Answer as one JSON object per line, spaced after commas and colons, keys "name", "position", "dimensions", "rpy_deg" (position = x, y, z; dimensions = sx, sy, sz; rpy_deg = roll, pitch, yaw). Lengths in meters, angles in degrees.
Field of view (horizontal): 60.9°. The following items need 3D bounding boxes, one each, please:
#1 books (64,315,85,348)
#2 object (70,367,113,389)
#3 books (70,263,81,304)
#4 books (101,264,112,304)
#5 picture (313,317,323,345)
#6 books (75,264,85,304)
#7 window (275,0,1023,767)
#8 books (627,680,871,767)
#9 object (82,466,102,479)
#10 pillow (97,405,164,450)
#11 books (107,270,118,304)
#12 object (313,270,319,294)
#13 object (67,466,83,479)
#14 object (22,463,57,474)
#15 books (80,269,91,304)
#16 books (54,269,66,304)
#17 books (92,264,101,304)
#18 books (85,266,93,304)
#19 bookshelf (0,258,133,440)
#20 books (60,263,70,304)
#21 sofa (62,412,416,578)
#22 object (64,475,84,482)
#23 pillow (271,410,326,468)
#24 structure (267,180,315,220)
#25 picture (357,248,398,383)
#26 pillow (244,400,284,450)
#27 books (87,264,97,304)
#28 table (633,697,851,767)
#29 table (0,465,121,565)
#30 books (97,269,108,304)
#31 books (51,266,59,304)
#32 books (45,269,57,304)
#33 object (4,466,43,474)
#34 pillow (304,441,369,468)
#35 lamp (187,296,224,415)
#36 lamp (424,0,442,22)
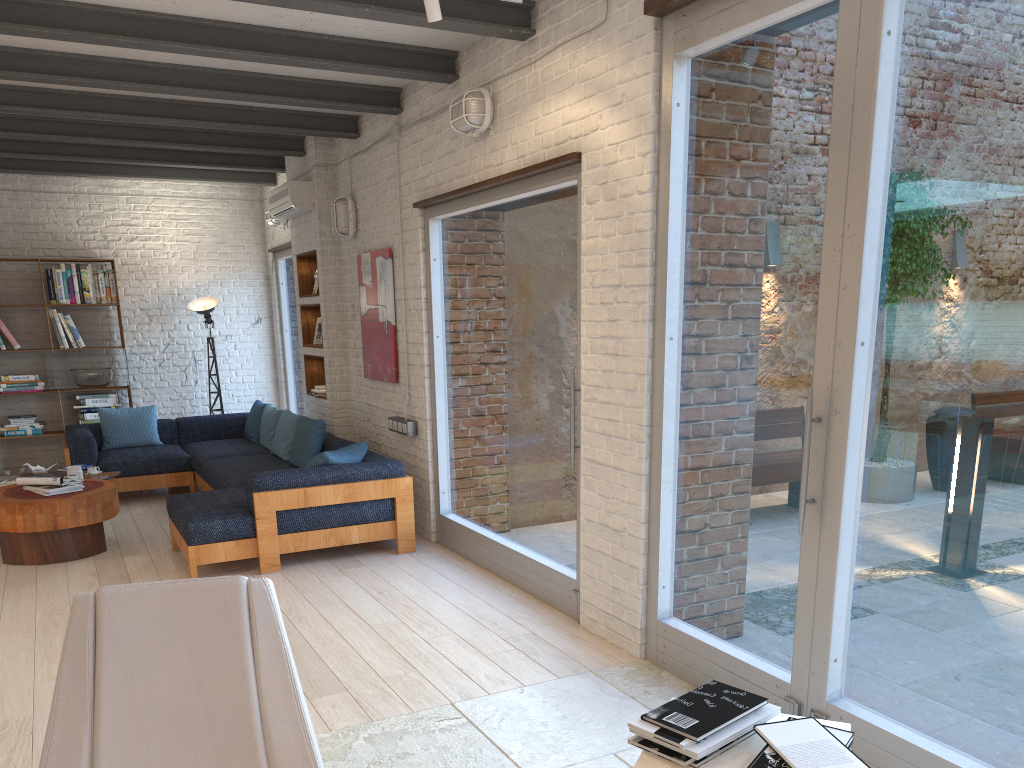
{"name": "books", "position": [-4.390, -0.528, 8.744], "dimensions": [0.156, 0.341, 0.248], "rpy_deg": [-8, 13, -27]}
{"name": "object", "position": [-4.300, -0.058, 8.927], "dimensions": [0.403, 0.208, 0.388], "rpy_deg": [1, 7, 14]}
{"name": "books", "position": [-4.334, -0.990, 8.654], "dimensions": [0.036, 0.397, 0.237], "rpy_deg": [-8, 14, -27]}
{"name": "books", "position": [-4.088, -1.005, 8.788], "dimensions": [0.036, 0.397, 0.237], "rpy_deg": [-8, 14, -27]}
{"name": "picture", "position": [-1.721, -0.477, 7.882], "dimensions": [0.101, 0.253, 0.189], "rpy_deg": [-11, 14, -36]}
{"name": "books", "position": [-4.306, -0.993, 8.679], "dimensions": [0.036, 0.397, 0.237], "rpy_deg": [-8, 14, -27]}
{"name": "window", "position": [0.497, -1.955, 4.029], "dimensions": [0.641, 6.619, 12.046], "rpy_deg": [-8, 10, -28]}
{"name": "books", "position": [0.632, 0.908, 2.199], "dimensions": [0.383, 0.082, 0.560], "rpy_deg": [-6, 7, -43]}
{"name": "object", "position": [-3.330, 0.697, 6.931], "dimensions": [0.153, 0.059, 0.265], "rpy_deg": [-5, 7, -35]}
{"name": "pillow", "position": [-3.673, 0.414, 8.386], "dimensions": [0.551, 0.423, 0.217], "rpy_deg": [-5, 13, -27]}
{"name": "books", "position": [-4.052, -0.981, 8.831], "dimensions": [0.055, 0.341, 0.248], "rpy_deg": [-8, 13, -27]}
{"name": "object", "position": [-1.696, -0.911, 7.680], "dimensions": [0.112, 0.251, 0.209], "rpy_deg": [-6, 11, -19]}
{"name": "object", "position": [-3.362, 0.689, 6.706], "dimensions": [0.108, 0.112, 0.104], "rpy_deg": [-3, 10, -11]}
{"name": "object", "position": [-3.829, 0.675, 7.072], "dimensions": [0.186, 0.094, 0.188], "rpy_deg": [-1, 7, -2]}
{"name": "books", "position": [-4.257, -0.966, 8.694], "dimensions": [0.055, 0.341, 0.248], "rpy_deg": [-8, 13, -27]}
{"name": "books", "position": [-4.459, -0.955, 8.600], "dimensions": [0.055, 0.341, 0.248], "rpy_deg": [-8, 13, -27]}
{"name": "books", "position": [-4.172, -1.000, 8.746], "dimensions": [0.036, 0.397, 0.237], "rpy_deg": [-8, 14, -27]}
{"name": "books", "position": [-4.230, -0.983, 8.720], "dimensions": [0.020, 0.372, 0.264], "rpy_deg": [-9, 13, -28]}
{"name": "bookshelf", "position": [-4.572, -0.102, 8.740], "dimensions": [1.306, 2.280, 0.354], "rpy_deg": [-7, 15, -26]}
{"name": "books", "position": [-4.420, -0.986, 8.617], "dimensions": [0.036, 0.397, 0.237], "rpy_deg": [-8, 14, -27]}
{"name": "sofa", "position": [-2.509, 0.770, 7.232], "dimensions": [2.063, 0.683, 3.859], "rpy_deg": [-4, 6, -28]}
{"name": "object", "position": [-3.244, 0.700, 6.434], "dimensions": [0.144, 0.058, 0.172], "rpy_deg": [-6, 7, -38]}
{"name": "pillow", "position": [-1.793, 0.455, 7.293], "dimensions": [0.252, 0.430, 1.184], "rpy_deg": [-7, 8, -28]}
{"name": "structure", "position": [-1.902, -1.568, 7.471], "dimensions": [0.198, 0.227, 0.796], "rpy_deg": [-6, 7, -28]}
{"name": "picture", "position": [-1.032, -0.510, 6.662], "dimensions": [0.019, 0.993, 0.724], "rpy_deg": [-9, 13, -28]}
{"name": "pillow", "position": [-2.404, 0.395, 8.467], "dimensions": [0.241, 0.412, 1.081], "rpy_deg": [-8, 8, -29]}
{"name": "books", "position": [-4.211, -0.999, 8.741], "dimensions": [0.036, 0.397, 0.237], "rpy_deg": [-8, 14, -27]}
{"name": "table", "position": [0.609, 1.199, 2.324], "dimensions": [0.493, 0.522, 0.480], "rpy_deg": [3, 11, 22]}
{"name": "table", "position": [-3.539, 0.950, 6.610], "dimensions": [1.071, 0.461, 1.784], "rpy_deg": [-3, 6, -22]}
{"name": "books", "position": [-4.128, -0.975, 8.769], "dimensions": [0.055, 0.341, 0.248], "rpy_deg": [-8, 13, -27]}
{"name": "books", "position": [-4.502, -0.969, 8.595], "dimensions": [0.020, 0.372, 0.264], "rpy_deg": [-9, 13, -28]}
{"name": "books", "position": [-4.537, -0.953, 8.582], "dimensions": [0.055, 0.341, 0.248], "rpy_deg": [-8, 13, -27]}
{"name": "object", "position": [-4.019, 0.703, 7.176], "dimensions": [0.067, 0.028, 0.296], "rpy_deg": [4, 7, 41]}
{"name": "pillow", "position": [-1.265, 0.595, 6.105], "dimensions": [0.375, 0.339, 0.548], "rpy_deg": [3, 8, 23]}
{"name": "lamp", "position": [-2.961, 0.017, 9.211], "dimensions": [0.860, 1.910, 0.491], "rpy_deg": [8, 16, 34]}
{"name": "lamp", "position": [-0.318, -1.512, 3.499], "dimensions": [0.059, 0.133, 0.084], "rpy_deg": [4, 13, 22]}
